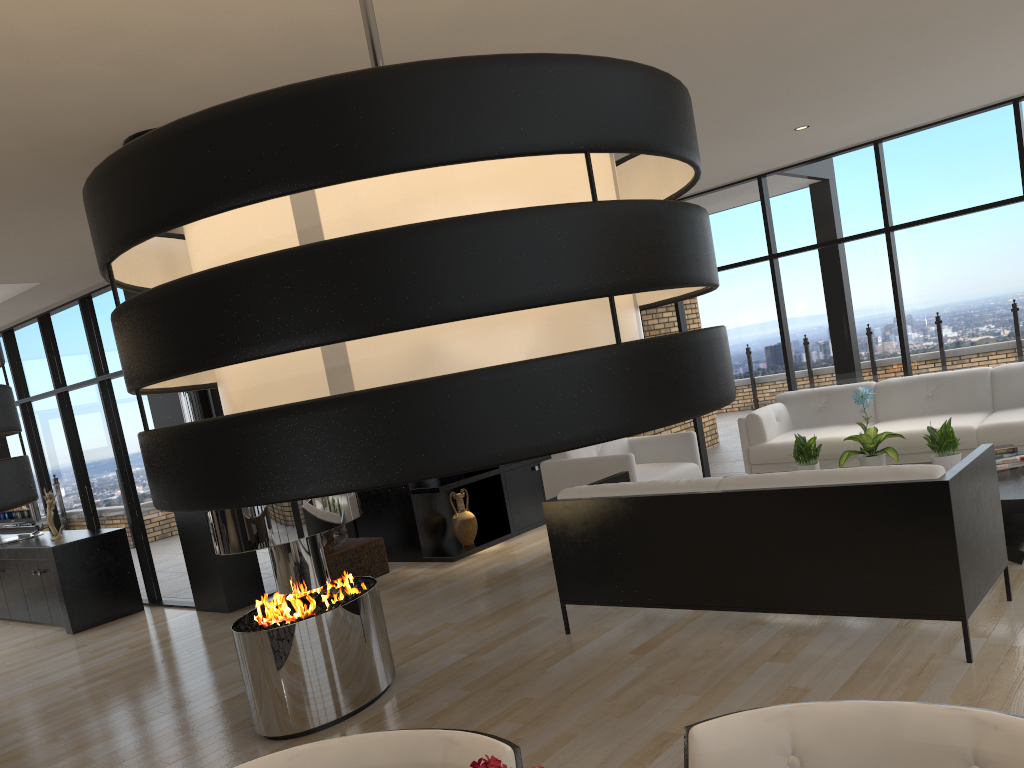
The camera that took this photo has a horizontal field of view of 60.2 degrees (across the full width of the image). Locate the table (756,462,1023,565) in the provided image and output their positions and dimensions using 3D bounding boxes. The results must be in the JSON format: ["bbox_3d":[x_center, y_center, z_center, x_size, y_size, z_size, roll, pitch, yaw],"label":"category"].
[{"bbox_3d":[2.288,0.813,5.687,2.044,0.354,1.249,-9,2,40],"label":"table"}]

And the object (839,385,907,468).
[{"bbox_3d":[2.253,0.320,5.580,0.366,0.636,0.356,-13,6,-30],"label":"object"}]

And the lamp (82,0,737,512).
[{"bbox_3d":[-0.178,-0.596,0.769,0.538,1.340,0.529,-9,6,17],"label":"lamp"}]

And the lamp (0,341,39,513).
[{"bbox_3d":[-1.021,-0.446,1.055,0.538,1.340,0.529,-9,6,17],"label":"lamp"}]

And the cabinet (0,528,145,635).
[{"bbox_3d":[-4.599,1.832,8.374,3.057,0.746,0.613,-9,4,40],"label":"cabinet"}]

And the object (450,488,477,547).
[{"bbox_3d":[-0.425,1.160,7.659,0.221,0.498,0.222,-13,6,-23],"label":"object"}]

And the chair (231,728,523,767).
[{"bbox_3d":[-0.251,1.119,1.562,0.644,0.813,0.609,-10,4,11],"label":"chair"}]

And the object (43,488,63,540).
[{"bbox_3d":[-3.992,1.124,7.647,0.258,0.463,0.104,-6,7,41],"label":"object"}]

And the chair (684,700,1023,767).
[{"bbox_3d":[0.570,0.973,1.320,0.646,0.813,0.608,-8,5,28],"label":"chair"}]

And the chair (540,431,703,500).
[{"bbox_3d":[0.891,0.792,6.840,0.859,0.862,0.989,-7,4,40],"label":"chair"}]

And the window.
[{"bbox_3d":[-2.890,-0.501,5.292,15.978,4.823,10.005,-10,2,27],"label":"window"}]

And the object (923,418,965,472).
[{"bbox_3d":[2.607,0.395,5.336,0.216,0.373,0.281,-9,5,19],"label":"object"}]

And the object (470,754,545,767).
[{"bbox_3d":[-0.009,0.560,0.926,0.238,0.301,0.226,-9,5,20],"label":"object"}]

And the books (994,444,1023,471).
[{"bbox_3d":[3.004,0.443,5.388,0.308,0.127,0.222,-10,2,8],"label":"books"}]

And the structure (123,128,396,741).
[{"bbox_3d":[-1.163,0.251,4.281,0.590,2.765,0.879,-7,7,28],"label":"structure"}]

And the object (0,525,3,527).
[{"bbox_3d":[-5.390,1.383,8.927,0.466,0.410,0.458,-9,4,22],"label":"object"}]

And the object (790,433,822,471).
[{"bbox_3d":[1.975,0.501,5.895,0.215,0.373,0.282,-10,4,4],"label":"object"}]

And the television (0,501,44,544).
[{"bbox_3d":[-4.708,1.114,8.289,0.404,0.717,0.935,-13,4,-31],"label":"television"}]

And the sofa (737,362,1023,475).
[{"bbox_3d":[3.170,0.376,6.731,2.710,0.862,0.844,-9,4,40],"label":"sofa"}]

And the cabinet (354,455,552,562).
[{"bbox_3d":[-0.328,0.025,8.499,1.191,2.763,2.629,-5,6,41],"label":"cabinet"}]

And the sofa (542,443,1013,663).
[{"bbox_3d":[1.255,0.793,4.449,2.044,0.810,0.828,-9,4,40],"label":"sofa"}]

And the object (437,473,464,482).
[{"bbox_3d":[-0.523,0.667,7.599,0.214,0.315,0.368,-7,5,39],"label":"object"}]

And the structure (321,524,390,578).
[{"bbox_3d":[-1.543,0.859,7.206,0.519,1.607,0.721,-5,7,40],"label":"structure"}]

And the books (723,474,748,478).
[{"bbox_3d":[1.482,0.637,5.904,0.155,0.027,0.182,-10,1,31],"label":"books"}]
